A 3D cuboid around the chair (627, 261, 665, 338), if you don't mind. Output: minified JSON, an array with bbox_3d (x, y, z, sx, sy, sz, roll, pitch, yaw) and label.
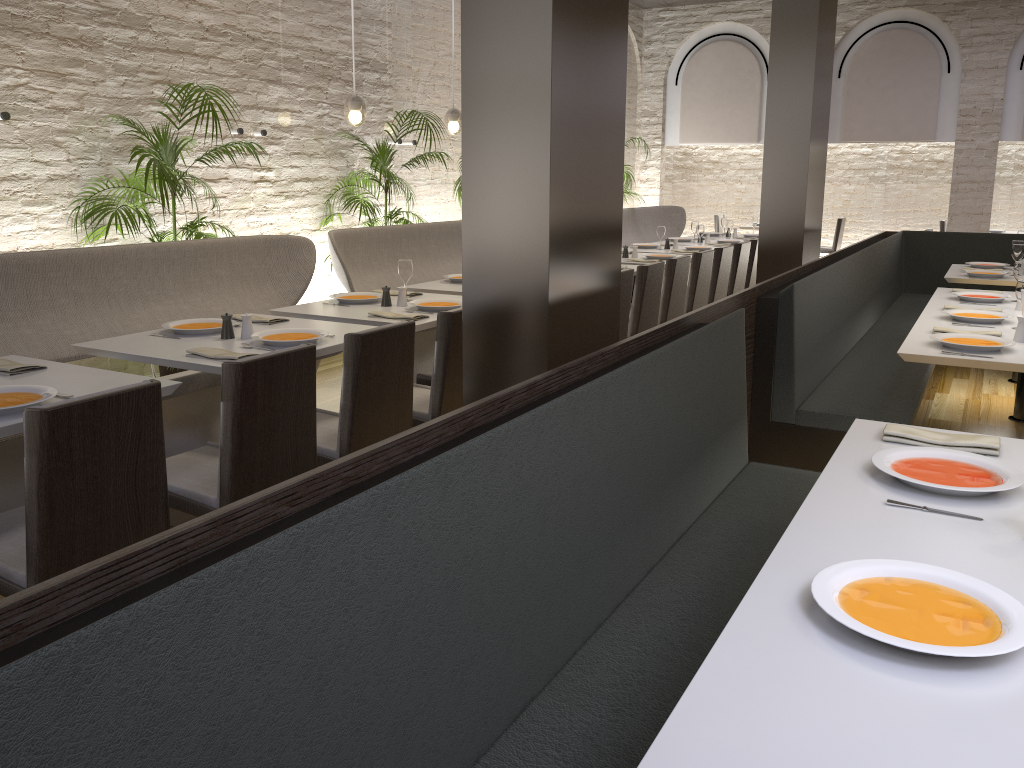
[{"bbox_3d":[0.691,-0.369,5.941,0.567,0.899,0.414,7,13,28],"label":"chair"}]

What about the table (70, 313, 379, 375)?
[{"bbox_3d":[-1.166,0.163,3.925,0.938,0.754,1.017,7,14,28],"label":"table"}]

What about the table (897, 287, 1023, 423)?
[{"bbox_3d":[2.642,0.056,4.483,1.103,0.754,2.554,7,14,28],"label":"table"}]

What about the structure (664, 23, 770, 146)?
[{"bbox_3d":[2.983,-4.267,12.630,1.636,1.662,0.098,7,13,28],"label":"structure"}]

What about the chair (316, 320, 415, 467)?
[{"bbox_3d":[-0.690,0.201,3.455,0.567,0.899,0.414,7,13,28],"label":"chair"}]

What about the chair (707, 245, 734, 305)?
[{"bbox_3d":[1.518,-0.710,7.428,0.567,0.899,0.414,7,13,28],"label":"chair"}]

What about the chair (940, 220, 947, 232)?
[{"bbox_3d":[6.137,-1.781,12.153,0.567,0.899,0.414,7,13,28],"label":"chair"}]

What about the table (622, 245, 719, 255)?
[{"bbox_3d":[1.590,-0.974,8.883,0.938,0.754,1.017,7,14,28],"label":"table"}]

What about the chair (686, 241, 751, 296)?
[{"bbox_3d":[1.801,-0.826,7.937,0.567,0.899,0.414,7,13,28],"label":"chair"}]

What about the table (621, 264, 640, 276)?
[{"bbox_3d":[0.492,-0.521,6.908,0.938,0.754,1.017,7,14,28],"label":"table"}]

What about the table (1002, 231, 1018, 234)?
[{"bbox_3d":[6.704,-1.638,11.868,0.938,0.754,1.017,7,14,28],"label":"table"}]

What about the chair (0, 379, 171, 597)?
[{"bbox_3d":[-1.257,0.435,2.435,0.567,0.899,0.414,7,13,28],"label":"chair"}]

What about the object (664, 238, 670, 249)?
[{"bbox_3d":[1.535,-1.387,8.755,0.059,0.108,0.060,-5,13,-25],"label":"object"}]

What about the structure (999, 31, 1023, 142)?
[{"bbox_3d":[6.828,-3.765,10.571,1.636,1.662,0.098,7,13,28],"label":"structure"}]

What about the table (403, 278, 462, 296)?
[{"bbox_3d":[-0.065,-0.291,5.906,0.938,0.754,1.017,7,14,28],"label":"table"}]

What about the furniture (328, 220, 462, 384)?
[{"bbox_3d":[0.031,-0.854,7.592,0.710,1.088,4.503,7,14,28],"label":"furniture"}]

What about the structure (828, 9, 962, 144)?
[{"bbox_3d":[4.967,-4.008,11.568,1.636,1.662,0.098,7,13,28],"label":"structure"}]

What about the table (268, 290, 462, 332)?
[{"bbox_3d":[-0.623,-0.061,4.902,0.938,0.754,1.017,7,14,28],"label":"table"}]

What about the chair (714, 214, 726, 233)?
[{"bbox_3d":[3.403,-2.138,13.618,0.567,0.899,0.414,7,13,28],"label":"chair"}]

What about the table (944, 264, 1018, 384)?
[{"bbox_3d":[3.867,-0.450,6.688,1.103,0.754,1.195,7,14,28],"label":"table"}]

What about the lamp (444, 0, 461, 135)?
[{"bbox_3d":[-0.519,-3.239,7.813,0.178,2.025,0.179,3,11,13],"label":"lamp"}]

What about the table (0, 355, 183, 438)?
[{"bbox_3d":[-1.765,0.410,2.845,0.938,0.754,1.017,7,14,28],"label":"table"}]

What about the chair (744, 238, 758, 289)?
[{"bbox_3d":[2.068,-0.937,8.417,0.567,0.899,0.414,7,13,28],"label":"chair"}]

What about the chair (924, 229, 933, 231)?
[{"bbox_3d":[4.847,-1.249,9.832,0.567,0.899,0.414,7,13,28],"label":"chair"}]

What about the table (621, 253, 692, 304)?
[{"bbox_3d":[1.054,-0.753,7.918,0.938,0.754,1.017,7,14,28],"label":"table"}]

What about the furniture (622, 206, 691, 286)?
[{"bbox_3d":[1.795,-1.582,10.764,0.708,1.089,2.600,7,14,28],"label":"furniture"}]

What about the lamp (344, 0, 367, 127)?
[{"bbox_3d":[-1.191,-2.962,6.603,0.178,2.025,0.178,-9,14,-40],"label":"lamp"}]

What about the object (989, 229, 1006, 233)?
[{"bbox_3d":[6.468,-2.054,11.922,0.322,0.036,0.324,-6,15,-26],"label":"object"}]

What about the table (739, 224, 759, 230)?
[{"bbox_3d":[3.983,-1.993,13.326,0.938,0.754,1.017,7,14,28],"label":"table"}]

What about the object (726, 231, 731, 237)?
[{"bbox_3d":[2.611,-1.831,10.690,0.059,0.108,0.060,-5,13,-25],"label":"object"}]

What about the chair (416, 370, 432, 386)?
[{"bbox_3d":[-0.134,-0.028,4.456,0.567,0.899,0.414,7,13,28],"label":"chair"}]

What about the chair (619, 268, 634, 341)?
[{"bbox_3d":[0.422,-0.258,5.457,0.567,0.899,0.414,7,13,28],"label":"chair"}]

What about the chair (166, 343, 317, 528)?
[{"bbox_3d":[-0.961,0.313,2.967,0.567,0.899,0.414,7,13,28],"label":"chair"}]

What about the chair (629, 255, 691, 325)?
[{"bbox_3d":[0.962,-0.480,6.427,0.567,0.899,0.414,7,13,28],"label":"chair"}]

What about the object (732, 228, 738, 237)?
[{"bbox_3d":[2.694,-1.832,10.697,0.059,0.108,0.060,-5,13,-25],"label":"object"}]

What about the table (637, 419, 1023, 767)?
[{"bbox_3d":[0.875,0.784,1.304,1.103,0.754,2.554,7,14,28],"label":"table"}]

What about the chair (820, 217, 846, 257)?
[{"bbox_3d":[4.554,-1.988,13.001,0.567,0.899,0.414,7,13,28],"label":"chair"}]

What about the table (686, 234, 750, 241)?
[{"bbox_3d":[2.666,-1.418,10.818,0.938,0.754,1.017,7,14,28],"label":"table"}]

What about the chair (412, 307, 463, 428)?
[{"bbox_3d":[-0.405,0.084,3.968,0.567,0.899,0.414,7,13,28],"label":"chair"}]

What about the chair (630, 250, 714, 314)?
[{"bbox_3d":[1.245,-0.597,6.937,0.567,0.899,0.414,7,13,28],"label":"chair"}]

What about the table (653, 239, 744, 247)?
[{"bbox_3d":[2.119,-1.192,9.834,0.938,0.754,1.017,7,14,28],"label":"table"}]

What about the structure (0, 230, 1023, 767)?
[{"bbox_3d":[1.905,0.252,3.093,2.376,0.993,10.815,7,15,28],"label":"structure"}]

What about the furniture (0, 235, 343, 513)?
[{"bbox_3d":[-2.193,0.063,3.590,0.710,1.088,4.503,7,14,28],"label":"furniture"}]
